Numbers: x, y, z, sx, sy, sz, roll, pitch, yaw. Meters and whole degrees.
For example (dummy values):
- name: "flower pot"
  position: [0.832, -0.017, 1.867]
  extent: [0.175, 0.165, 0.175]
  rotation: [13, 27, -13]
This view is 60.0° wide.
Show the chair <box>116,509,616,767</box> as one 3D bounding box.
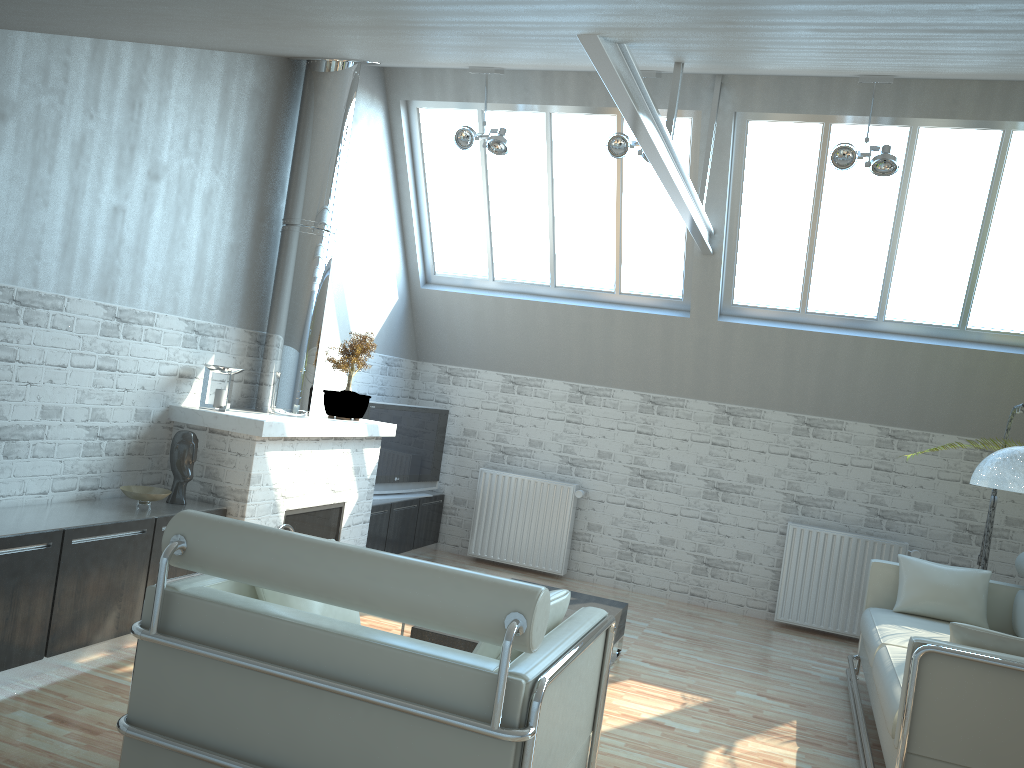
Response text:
- name: "chair"
  position: [-0.802, 1.948, 5.778]
  extent: [2.507, 2.001, 2.201]
  rotation: [8, -1, 19]

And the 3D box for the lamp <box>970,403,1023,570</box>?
- name: "lamp"
  position: [6.047, 2.118, 11.048]
  extent: [1.015, 3.709, 4.621]
  rotation: [8, -1, 25]

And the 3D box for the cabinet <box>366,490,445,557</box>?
- name: "cabinet"
  position: [-2.201, 2.316, 14.448]
  extent: [0.908, 1.016, 3.234]
  rotation: [8, -1, 19]

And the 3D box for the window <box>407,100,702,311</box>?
- name: "window"
  position: [0.634, -2.880, 14.067]
  extent: [4.651, 2.787, 1.897]
  rotation: [8, -1, 19]

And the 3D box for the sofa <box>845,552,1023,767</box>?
- name: "sofa"
  position: [4.676, 2.772, 8.757]
  extent: [2.199, 1.999, 4.866]
  rotation: [8, -1, 19]

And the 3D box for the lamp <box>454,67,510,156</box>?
- name: "lamp"
  position: [-0.393, -3.849, 12.367]
  extent: [0.808, 1.172, 0.619]
  rotation: [8, -1, 23]

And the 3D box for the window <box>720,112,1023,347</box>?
- name: "window"
  position: [5.399, -2.200, 12.443]
  extent: [4.651, 2.787, 1.897]
  rotation: [8, -1, 19]

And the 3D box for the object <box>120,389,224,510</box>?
- name: "object"
  position: [-1.564, 1.582, 8.907]
  extent: [4.859, 2.558, 1.528]
  rotation: [8, -1, 18]

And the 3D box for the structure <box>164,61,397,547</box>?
- name: "structure"
  position: [-2.602, -0.880, 11.426]
  extent: [1.309, 7.180, 3.302]
  rotation: [8, -1, 19]

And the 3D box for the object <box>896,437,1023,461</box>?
- name: "object"
  position: [6.640, 1.863, 10.177]
  extent: [3.777, 4.386, 5.015]
  rotation: [8, 0, -6]

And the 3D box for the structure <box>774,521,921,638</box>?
- name: "structure"
  position: [5.080, 3.028, 13.501]
  extent: [1.892, 1.524, 0.508]
  rotation: [8, -1, 19]

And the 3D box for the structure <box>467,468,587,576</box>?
- name: "structure"
  position: [0.262, 2.341, 15.142]
  extent: [1.892, 1.524, 0.508]
  rotation: [8, -1, 19]

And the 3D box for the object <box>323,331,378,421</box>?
- name: "object"
  position: [-2.280, -0.152, 12.167]
  extent: [0.572, 1.265, 1.115]
  rotation: [8, -1, 22]

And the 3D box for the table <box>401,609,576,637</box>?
- name: "table"
  position: [-0.112, 2.624, 8.697]
  extent: [1.726, 0.867, 1.015]
  rotation: [8, -1, 19]

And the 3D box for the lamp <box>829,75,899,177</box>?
- name: "lamp"
  position: [4.331, -3.175, 10.757]
  extent: [0.808, 1.172, 0.618]
  rotation: [8, -1, 23]

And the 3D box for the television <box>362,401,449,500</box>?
- name: "television"
  position: [-1.930, 1.076, 14.524]
  extent: [0.592, 1.514, 2.577]
  rotation: [8, -1, 29]

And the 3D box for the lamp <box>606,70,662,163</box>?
- name: "lamp"
  position: [1.680, -3.553, 11.661]
  extent: [0.808, 1.172, 0.619]
  rotation: [8, -1, 23]

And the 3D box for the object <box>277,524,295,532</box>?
- name: "object"
  position: [-2.675, 2.153, 10.112]
  extent: [0.412, 1.124, 0.584]
  rotation: [8, -1, 19]

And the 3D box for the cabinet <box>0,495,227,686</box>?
- name: "cabinet"
  position: [-4.383, 1.814, 7.795]
  extent: [0.914, 1.270, 4.572]
  rotation: [8, -1, 19]
